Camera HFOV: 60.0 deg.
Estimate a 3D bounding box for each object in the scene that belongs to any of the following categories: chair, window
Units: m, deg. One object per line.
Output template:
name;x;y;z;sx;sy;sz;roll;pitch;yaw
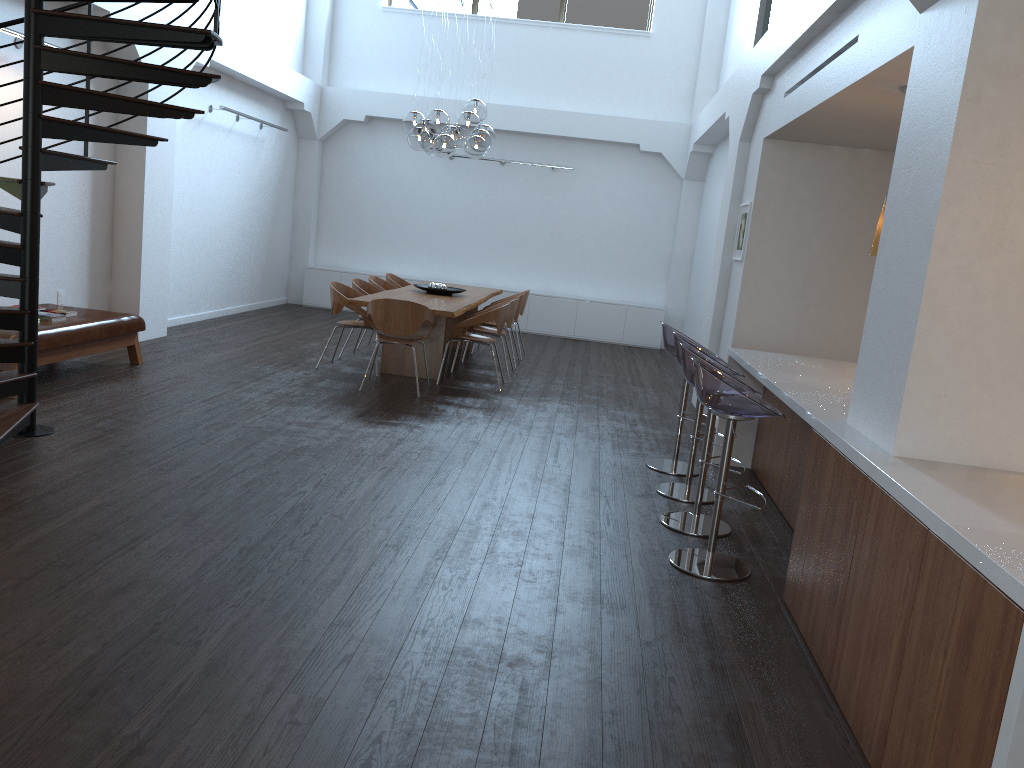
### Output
chair;1.090;0.298;4.913;0.481;1.014;0.530;7;10;2
chair;-0.258;-0.531;9.390;0.618;0.833;0.629;7;10;4
chair;-1.390;-0.803;10.226;0.618;0.833;0.629;7;10;4
chair;-1.442;-0.680;9.474;0.618;0.833;0.629;7;10;6
chair;1.166;0.199;5.538;0.481;1.014;0.530;7;10;2
chair;-1.521;-0.560;8.720;0.617;0.830;0.629;7;10;4
chair;-0.114;-0.773;10.896;0.618;0.833;0.629;7;10;4
chair;-0.349;-0.409;8.625;0.618;0.833;0.629;7;10;2
window;0.156;-6.216;13.555;3.970;1.308;0.005;7;10;4
chair;-1.303;-0.925;10.992;0.618;0.833;0.629;7;10;4
chair;-0.187;-0.652;10.141;0.618;0.833;0.629;7;10;4
chair;-1.017;-0.366;7.932;0.629;0.833;0.618;6;10;-1
chair;1.198;0.095;6.161;0.481;1.014;0.530;8;10;6
chair;1.030;0.397;4.293;0.481;1.014;0.530;8;10;6

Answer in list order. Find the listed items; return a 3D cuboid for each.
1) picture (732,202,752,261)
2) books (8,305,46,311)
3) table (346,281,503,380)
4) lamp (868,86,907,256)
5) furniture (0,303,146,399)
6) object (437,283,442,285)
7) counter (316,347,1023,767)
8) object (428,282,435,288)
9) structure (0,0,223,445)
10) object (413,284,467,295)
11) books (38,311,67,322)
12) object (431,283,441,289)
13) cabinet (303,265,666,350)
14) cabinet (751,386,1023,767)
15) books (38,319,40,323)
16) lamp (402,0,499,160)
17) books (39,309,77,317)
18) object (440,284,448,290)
picture;2.032;-1.348;7.846;0.018;0.500;0.500;7;10;4
books;-3.895;-0.605;7.121;0.224;0.036;0.161;6;10;-1
table;-0.842;-0.631;9.831;1.012;0.750;3.803;7;10;4
lamp;1.211;-1.533;3.802;0.149;1.807;2.842;16;13;43
furniture;-3.752;-0.315;6.955;0.907;0.453;1.819;7;10;4
object;-0.805;-1.072;9.847;0.100;0.100;0.100;-2;13;-40
counter;0.999;0.204;5.870;3.039;0.860;8.182;2;11;-25
object;-0.878;-1.070;9.777;0.100;0.100;0.100;-2;13;-40
structure;-2.690;-1.846;4.989;1.998;4.352;1.998;0;12;-34
object;-0.797;-1.030;9.758;0.592;0.066;0.592;-1;12;-37
books;-3.585;-0.519;6.809;0.247;0.040;0.185;8;10;7
object;-0.830;-1.050;9.690;0.100;0.100;0.100;-2;13;-40
cabinet;-0.459;-1.214;13.842;5.580;0.626;0.478;7;10;4
cabinet;1.748;0.598;4.209;0.898;0.796;4.493;7;10;4
books;-3.567;-0.456;6.492;0.161;0.031;0.223;3;10;-18
lamp;-0.551;-3.372;9.039;0.849;2.140;1.787;7;10;3
books;-3.618;-0.567;7.074;0.224;0.032;0.161;7;10;4
object;-0.757;-1.048;9.758;0.100;0.100;0.100;-2;13;-40
